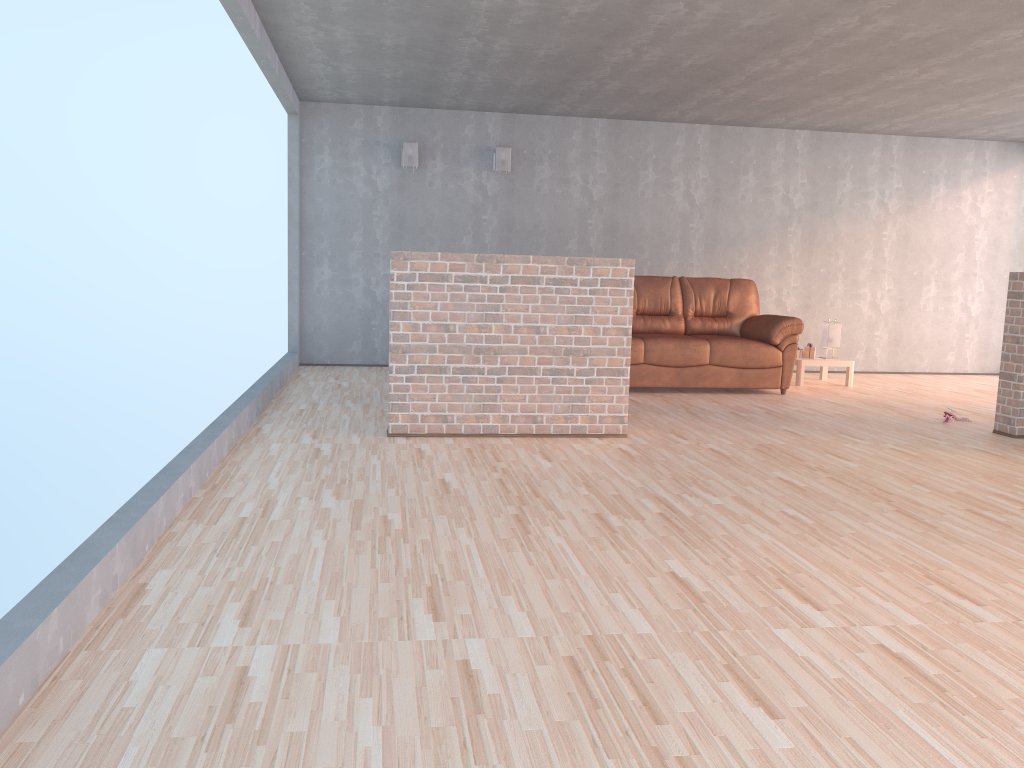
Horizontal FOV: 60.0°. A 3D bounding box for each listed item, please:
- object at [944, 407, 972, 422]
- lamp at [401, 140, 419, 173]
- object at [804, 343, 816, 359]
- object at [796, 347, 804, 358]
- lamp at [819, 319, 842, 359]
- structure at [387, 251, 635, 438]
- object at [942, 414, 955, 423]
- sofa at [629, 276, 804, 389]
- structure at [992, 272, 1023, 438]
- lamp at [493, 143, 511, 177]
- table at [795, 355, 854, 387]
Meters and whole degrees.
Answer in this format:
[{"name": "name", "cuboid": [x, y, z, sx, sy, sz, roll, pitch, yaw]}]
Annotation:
[{"name": "object", "cuboid": [3.202, 0.220, 6.368, 0.188, 0.085, 0.069, 6, 8, 30]}, {"name": "lamp", "cuboid": [-0.959, -2.150, 8.358, 0.165, 0.319, 0.168, 1, 7, -9]}, {"name": "object", "cuboid": [2.792, -0.314, 8.313, 0.099, 0.147, 0.102, 4, 8, 20]}, {"name": "object", "cuboid": [2.713, -0.301, 8.376, 0.152, 0.105, 0.080, -4, 9, -40]}, {"name": "lamp", "cuboid": [3.007, -0.426, 8.363, 0.140, 0.376, 0.140, 1, 7, -9]}, {"name": "structure", "cuboid": [-0.011, -0.226, 5.224, 1.422, 1.057, 0.211, 1, 7, -9]}, {"name": "object", "cuboid": [3.074, 0.242, 6.240, 0.078, 0.066, 0.192, 6, 8, 27]}, {"name": "sofa", "cuboid": [1.294, -0.478, 7.707, 2.202, 0.923, 0.981, 1, 7, -9]}, {"name": "structure", "cuboid": [3.918, -0.181, 5.818, 1.422, 1.057, 0.211, 1, 7, -9]}, {"name": "lamp", "cuboid": [-0.086, -2.141, 8.494, 0.165, 0.319, 0.177, 1, 7, -9]}, {"name": "table", "cuboid": [2.854, -0.131, 8.419, 0.548, 0.241, 0.548, 1, 7, -9]}]
